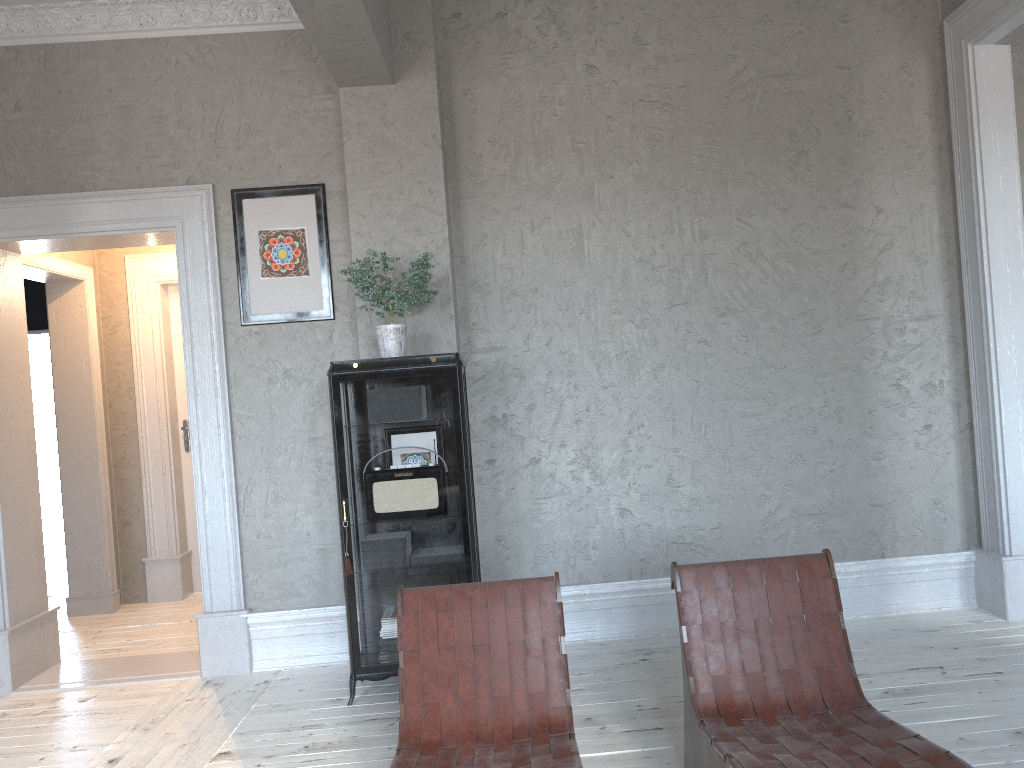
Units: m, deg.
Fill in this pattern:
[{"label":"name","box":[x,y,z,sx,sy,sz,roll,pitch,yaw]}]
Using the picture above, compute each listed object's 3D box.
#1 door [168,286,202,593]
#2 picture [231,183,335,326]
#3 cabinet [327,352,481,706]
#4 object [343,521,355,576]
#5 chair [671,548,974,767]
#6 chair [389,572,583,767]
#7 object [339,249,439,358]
[{"label":"door","box":[-1.967,0.362,6.308,0.805,2.192,0.080,-4,0,-3]},{"label":"picture","box":[-1.131,-0.638,4.374,0.459,0.677,0.020,-4,0,-3]},{"label":"cabinet","box":[-0.453,0.618,3.937,0.619,1.471,0.347,-4,0,-2]},{"label":"object","box":[-0.702,0.699,3.757,0.046,0.234,0.039,-4,0,-45]},{"label":"chair","box":[0.780,0.898,2.354,0.508,0.721,1.015,-4,0,-1]},{"label":"chair","box":[-0.076,0.963,2.315,0.508,0.721,1.015,-4,0,-1]},{"label":"object","box":[-0.520,-0.368,3.939,0.394,0.506,0.418,-4,0,15]}]
